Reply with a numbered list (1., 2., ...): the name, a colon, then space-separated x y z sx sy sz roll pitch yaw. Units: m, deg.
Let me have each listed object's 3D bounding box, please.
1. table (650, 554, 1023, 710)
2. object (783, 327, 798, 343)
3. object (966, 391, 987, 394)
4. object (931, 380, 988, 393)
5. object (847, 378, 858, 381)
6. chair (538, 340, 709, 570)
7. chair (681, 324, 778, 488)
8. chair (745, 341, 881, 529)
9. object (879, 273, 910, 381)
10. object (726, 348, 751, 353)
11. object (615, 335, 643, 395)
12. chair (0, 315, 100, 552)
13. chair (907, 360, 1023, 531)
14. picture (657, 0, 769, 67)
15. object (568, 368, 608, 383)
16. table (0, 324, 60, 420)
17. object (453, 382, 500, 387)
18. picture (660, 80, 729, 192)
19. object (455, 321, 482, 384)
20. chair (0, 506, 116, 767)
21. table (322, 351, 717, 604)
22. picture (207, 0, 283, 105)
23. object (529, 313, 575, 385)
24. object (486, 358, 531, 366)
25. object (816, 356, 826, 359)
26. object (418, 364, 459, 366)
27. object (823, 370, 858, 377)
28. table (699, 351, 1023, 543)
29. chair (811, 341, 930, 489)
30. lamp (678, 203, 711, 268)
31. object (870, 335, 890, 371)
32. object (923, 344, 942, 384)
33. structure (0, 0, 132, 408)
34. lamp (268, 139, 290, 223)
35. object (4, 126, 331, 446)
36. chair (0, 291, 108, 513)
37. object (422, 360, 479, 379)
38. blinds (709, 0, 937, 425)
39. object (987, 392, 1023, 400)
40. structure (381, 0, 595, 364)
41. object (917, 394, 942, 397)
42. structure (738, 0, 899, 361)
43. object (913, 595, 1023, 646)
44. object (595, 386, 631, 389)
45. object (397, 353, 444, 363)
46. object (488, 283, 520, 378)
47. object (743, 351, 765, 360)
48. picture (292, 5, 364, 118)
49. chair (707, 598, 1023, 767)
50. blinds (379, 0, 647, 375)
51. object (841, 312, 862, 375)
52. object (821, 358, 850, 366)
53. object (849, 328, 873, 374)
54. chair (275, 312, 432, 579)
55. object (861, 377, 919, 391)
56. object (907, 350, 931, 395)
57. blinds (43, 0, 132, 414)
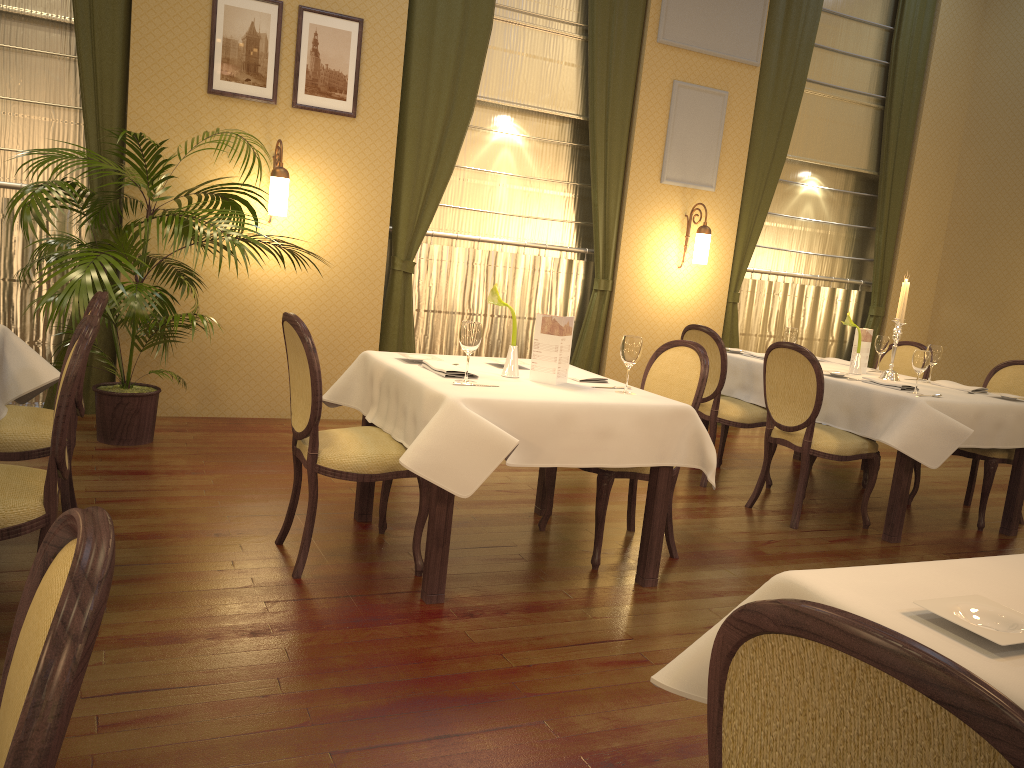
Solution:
1. table: 1.131 0.814 1.365 1.389 0.759 1.395 2 9 -24
2. object: 1.723 -0.236 5.520 0.088 0.229 0.088 10 9 22
3. object: 2.624 0.049 4.996 0.181 0.015 0.038 2 9 -24
4. object: 2.604 0.015 5.165 0.142 0.033 0.273 2 9 -26
5. object: 1.966 -0.024 5.016 0.185 0.010 0.017 2 9 -24
6. chair: 0.512 0.267 3.944 0.571 0.955 0.530 2 9 -26
7. chair: 1.309 0.121 5.509 0.571 0.955 0.530 2 9 -26
8. chair: 1.633 0.259 4.821 0.571 0.955 0.530 2 9 -26
9. object: 2.277 -0.345 5.225 0.131 0.655 0.390 11 10 30
10. object: 1.496 -0.220 5.949 0.160 0.024 0.160 2 9 -26
11. object: 0.464 -0.076 3.515 0.088 0.229 0.088 10 9 22
12. chair: -1.478 0.269 2.468 0.571 0.955 0.530 2 9 -26
13. chair: 2.803 0.323 5.251 0.571 0.955 0.530 2 9 -26
14. picture: 1.578 -3.049 6.734 0.966 1.057 0.027 2 9 -26
15. object: 0.287 -0.038 3.844 0.142 0.024 0.273 2 9 -26
16. table: -2.182 0.251 2.723 1.385 0.759 2.152 2 9 -26
17. object: -0.133 0.002 3.301 0.185 0.010 0.017 2 9 -24
18. picture: 1.422 -1.917 6.887 0.512 0.769 0.027 2 9 -26
19. object: -0.163 -0.121 3.356 0.088 0.229 0.088 10 9 22
20. chair: -0.697 0.599 0.817 0.571 0.955 0.530 2 9 -26
21. table: -0.003 0.334 3.766 1.389 0.759 1.395 2 9 -24
22. picture: -1.629 -2.061 5.423 0.412 0.619 0.022 2 9 -26
23. object: 0.174 -0.137 3.559 0.166 0.277 0.081 3 9 -19
24. object: -0.016 -0.088 3.949 0.160 0.024 0.160 2 9 -26
25. object: 2.037 -0.175 6.044 0.160 0.024 0.160 2 9 -26
26. object: -0.307 -0.081 3.714 0.181 0.015 0.038 2 9 -24
27. object: 1.873 -0.054 5.107 0.160 0.024 0.160 2 9 -26
28. table: 2.099 0.305 5.506 1.385 0.759 2.152 2 9 -26
29. chair: 2.449 0.173 6.000 0.571 0.955 0.530 2 9 -26
30. lamp: 1.403 -1.146 6.865 0.114 0.513 0.323 0 10 -36
31. object: 2.395 -0.200 5.767 0.088 0.229 0.088 10 9 22
32. object: 2.515 -0.119 5.309 0.088 0.229 0.088 10 9 22
33. structure: -3.129 -2.085 4.912 1.942 4.511 0.123 2 9 -26
34. lamp: -1.475 -1.255 5.484 0.114 0.513 0.323 0 10 -36
35. object: -1.985 -0.568 4.863 1.496 1.807 1.552 -2 12 -45
36. chair: -1.802 0.120 3.232 0.571 0.955 0.530 2 9 -26
37. object: -0.250 -0.058 3.558 0.142 0.033 0.273 2 9 -26
38. blinds: 2.716 -1.856 7.579 1.876 4.537 0.129 2 9 -26
39. object: 2.733 0.074 4.878 0.160 0.024 0.160 2 9 -26
40. structure: 0.029 -1.964 6.422 1.900 4.511 0.134 2 9 -26
41. object: 2.152 0.059 4.580 0.181 0.015 0.038 2 9 -24
42. structure: 2.658 -1.865 7.684 1.898 4.511 0.137 2 9 -26
43. object: 0.743 0.376 1.384 0.160 0.024 0.160 2 9 -26
44. object: 0.407 0.013 3.622 0.185 0.010 0.017 2 9 -26
45. object: -0.391 -0.104 3.785 0.160 0.024 0.160 2 9 -26
46. object: -0.031 -0.218 3.609 0.163 0.375 0.076 6 8 -4
47. object: 1.637 -0.174 5.722 0.142 0.033 0.273 2 9 -26
48. picture: -1.170 -2.044 5.643 0.412 0.619 0.022 2 9 -26
49. chair: 0.499 0.694 1.058 0.571 0.955 0.530 0 10 -35
50. blinds: 0.087 -1.955 6.317 1.878 4.537 0.129 2 9 -26
51. object: 2.056 -0.249 5.349 0.163 0.375 0.076 6 8 -4
52. object: 2.251 -0.149 6.032 0.142 0.024 0.273 2 9 -26
53. object: 2.160 -0.203 5.462 0.081 0.277 0.166 12 10 35
54. chair: -0.629 0.215 3.452 0.571 0.955 0.530 2 9 -26
55. object: 2.078 0.000 4.875 0.142 0.033 0.273 2 9 -26
56. object: 2.131 -0.062 4.645 0.088 0.229 0.088 10 9 22
57. blinds: -3.078 -2.077 4.809 1.934 4.537 0.225 2 9 -26
